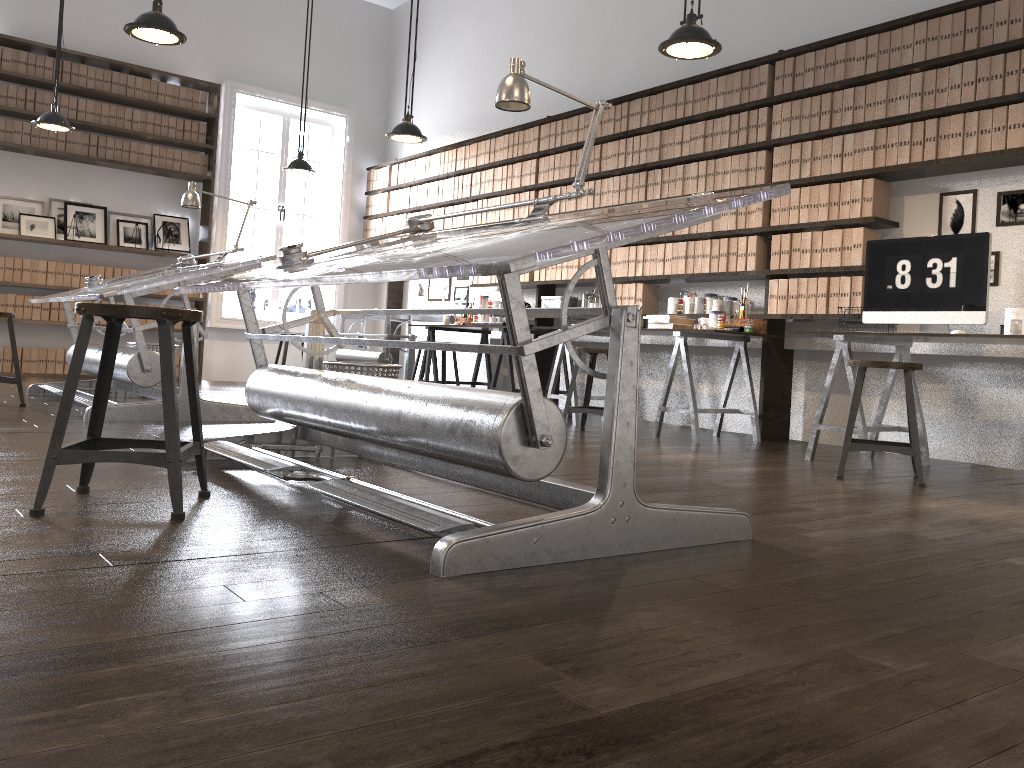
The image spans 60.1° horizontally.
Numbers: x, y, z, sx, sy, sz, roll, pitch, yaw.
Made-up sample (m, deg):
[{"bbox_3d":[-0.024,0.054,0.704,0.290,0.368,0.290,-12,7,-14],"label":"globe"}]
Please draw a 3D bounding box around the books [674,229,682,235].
[{"bbox_3d":[1.224,-1.131,6.204,0.174,0.226,0.067,3,-1,-37],"label":"books"}]

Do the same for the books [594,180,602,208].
[{"bbox_3d":[0.729,-1.461,6.885,0.174,0.226,0.067,3,-1,-37],"label":"books"}]

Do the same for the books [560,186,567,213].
[{"bbox_3d":[0.482,-1.487,7.214,0.174,0.226,0.067,3,-1,-37],"label":"books"}]

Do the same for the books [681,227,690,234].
[{"bbox_3d":[1.263,-1.127,6.145,0.174,0.226,0.067,3,-1,-37],"label":"books"}]

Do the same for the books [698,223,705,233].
[{"bbox_3d":[1.351,-1.118,6.034,0.174,0.226,0.067,3,-1,-37],"label":"books"}]

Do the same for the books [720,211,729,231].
[{"bbox_3d":[1.467,-1.105,5.875,0.174,0.226,0.067,3,-1,-37],"label":"books"}]

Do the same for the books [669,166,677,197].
[{"bbox_3d":[1.196,-1.412,6.267,0.174,0.226,0.067,3,-1,-37],"label":"books"}]

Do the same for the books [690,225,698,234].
[{"bbox_3d":[1.308,-1.122,6.091,0.174,0.226,0.067,3,-1,-37],"label":"books"}]

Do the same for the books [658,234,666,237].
[{"bbox_3d":[1.134,-1.140,6.323,0.174,0.226,0.067,3,-1,-37],"label":"books"}]

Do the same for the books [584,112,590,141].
[{"bbox_3d":[0.660,-2.023,7.030,0.174,0.226,0.067,3,-1,-37],"label":"books"}]

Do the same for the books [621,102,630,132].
[{"bbox_3d":[0.911,-1.997,6.691,0.174,0.226,0.067,3,-1,-37],"label":"books"}]

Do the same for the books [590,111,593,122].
[{"bbox_3d":[0.696,-2.019,6.974,0.174,0.226,0.067,3,-1,-37],"label":"books"}]

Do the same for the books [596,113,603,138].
[{"bbox_3d":[0.741,-2.015,6.923,0.174,0.226,0.067,3,-1,-37],"label":"books"}]

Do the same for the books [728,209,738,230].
[{"bbox_3d":[1.506,-1.101,5.821,0.174,0.226,0.067,3,-1,-37],"label":"books"}]

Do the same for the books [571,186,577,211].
[{"bbox_3d":[0.561,-1.478,7.100,0.174,0.226,0.067,3,-1,-37],"label":"books"}]

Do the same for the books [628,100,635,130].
[{"bbox_3d":[0.960,-1.992,6.635,0.174,0.226,0.067,3,-1,-37],"label":"books"}]

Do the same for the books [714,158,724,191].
[{"bbox_3d":[1.443,-1.387,5.941,0.174,0.226,0.067,3,-1,-37],"label":"books"}]

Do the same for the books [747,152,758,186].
[{"bbox_3d":[1.604,-1.370,5.722,0.174,0.226,0.067,3,-1,-37],"label":"books"}]

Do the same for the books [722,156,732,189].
[{"bbox_3d":[1.482,-1.382,5.883,0.174,0.226,0.067,3,-1,-37],"label":"books"}]

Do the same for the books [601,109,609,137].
[{"bbox_3d":[0.784,-2.010,6.867,0.174,0.226,0.067,3,-1,-37],"label":"books"}]

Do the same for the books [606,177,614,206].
[{"bbox_3d":[0.811,-1.452,6.773,0.174,0.226,0.067,3,-1,-37],"label":"books"}]

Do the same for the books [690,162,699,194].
[{"bbox_3d":[1.312,-1.400,6.108,0.174,0.226,0.067,3,-1,-37],"label":"books"}]

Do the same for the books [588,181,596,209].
[{"bbox_3d":[0.683,-1.465,6.939,0.174,0.226,0.067,3,-1,-37],"label":"books"}]

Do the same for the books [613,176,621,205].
[{"bbox_3d":[0.852,-1.448,6.713,0.174,0.226,0.067,3,-1,-37],"label":"books"}]

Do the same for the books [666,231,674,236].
[{"bbox_3d":[1.174,-1.136,6.261,0.174,0.226,0.067,3,-1,-37],"label":"books"}]

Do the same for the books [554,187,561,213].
[{"bbox_3d":[0.436,-1.491,7.268,0.174,0.226,0.067,3,-1,-37],"label":"books"}]

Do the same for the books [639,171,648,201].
[{"bbox_3d":[1.019,-1.431,6.494,0.174,0.226,0.067,3,-1,-37],"label":"books"}]

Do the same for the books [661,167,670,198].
[{"bbox_3d":[1.153,-1.417,6.324,0.174,0.226,0.067,3,-1,-37],"label":"books"}]

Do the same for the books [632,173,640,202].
[{"bbox_3d":[0.978,-1.435,6.556,0.174,0.226,0.067,3,-1,-37],"label":"books"}]

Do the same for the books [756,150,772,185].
[{"bbox_3d":[1.647,-1.365,5.666,0.174,0.226,0.067,3,-1,-37],"label":"books"}]

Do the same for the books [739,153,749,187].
[{"bbox_3d":[1.563,-1.374,5.770,0.174,0.226,0.067,3,-1,-37],"label":"books"}]

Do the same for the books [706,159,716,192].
[{"bbox_3d":[1.400,-1.391,5.995,0.174,0.226,0.067,3,-1,-37],"label":"books"}]

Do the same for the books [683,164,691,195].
[{"bbox_3d":[1.276,-1.404,6.159,0.174,0.226,0.067,3,-1,-37],"label":"books"}]

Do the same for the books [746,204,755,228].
[{"bbox_3d":[1.595,-1.092,5.712,0.174,0.226,0.067,3,-1,-37],"label":"books"}]

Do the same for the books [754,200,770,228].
[{"bbox_3d":[1.628,-1.088,5.656,0.174,0.226,0.067,3,-1,-37],"label":"books"}]

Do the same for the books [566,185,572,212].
[{"bbox_3d":[0.525,-1.482,7.157,0.174,0.226,0.067,3,-1,-37],"label":"books"}]

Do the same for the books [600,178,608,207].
[{"bbox_3d":[0.772,-1.456,6.831,0.174,0.226,0.067,3,-1,-37],"label":"books"}]

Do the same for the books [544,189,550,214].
[{"bbox_3d":[0.348,-1.500,7.384,0.174,0.226,0.067,3,-1,-37],"label":"books"}]

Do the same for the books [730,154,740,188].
[{"bbox_3d":[1.523,-1.378,5.823,0.174,0.226,0.067,3,-1,-37],"label":"books"}]

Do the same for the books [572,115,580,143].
[{"bbox_3d":[0.576,-2.032,7.136,0.174,0.226,0.067,3,-1,-37],"label":"books"}]

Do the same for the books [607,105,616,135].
[{"bbox_3d":[0.824,-2.006,6.808,0.174,0.226,0.067,3,-1,-37],"label":"books"}]

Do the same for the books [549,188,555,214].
[{"bbox_3d":[0.397,-1.495,7.327,0.174,0.226,0.067,3,-1,-37],"label":"books"}]

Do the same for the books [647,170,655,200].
[{"bbox_3d":[1.068,-1.426,6.437,0.174,0.226,0.067,3,-1,-37],"label":"books"}]

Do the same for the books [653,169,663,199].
[{"bbox_3d":[1.107,-1.421,6.378,0.174,0.226,0.067,3,-1,-37],"label":"books"}]

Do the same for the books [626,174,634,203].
[{"bbox_3d":[0.937,-1.439,6.607,0.174,0.226,0.067,3,-1,-37],"label":"books"}]

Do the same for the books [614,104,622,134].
[{"bbox_3d":[0.870,-2.001,6.754,0.174,0.226,0.067,3,-1,-37],"label":"books"}]

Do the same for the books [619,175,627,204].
[{"bbox_3d":[0.896,-1.443,6.655,0.174,0.226,0.067,3,-1,-37],"label":"books"}]

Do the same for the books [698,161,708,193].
[{"bbox_3d":[1.354,-1.396,6.049,0.174,0.226,0.067,3,-1,-37],"label":"books"}]

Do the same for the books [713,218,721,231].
[{"bbox_3d":[1.431,-1.109,5.926,0.174,0.226,0.067,3,-1,-37],"label":"books"}]

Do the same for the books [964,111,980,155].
[{"bbox_3d":[2.435,-1.290,4.618,0.174,0.226,0.067,3,-1,-37],"label":"books"}]

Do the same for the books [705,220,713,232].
[{"bbox_3d":[1.387,-1.113,5.977,0.174,0.226,0.067,3,-1,-37],"label":"books"}]

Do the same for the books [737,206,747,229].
[{"bbox_3d":[1.551,-1.097,5.767,0.174,0.226,0.067,3,-1,-37],"label":"books"}]

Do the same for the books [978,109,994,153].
[{"bbox_3d":[2.480,-1.285,4.565,0.174,0.226,0.067,3,-1,-37],"label":"books"}]

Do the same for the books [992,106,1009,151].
[{"bbox_3d":[2.521,-1.281,4.508,0.174,0.226,0.067,3,-1,-37],"label":"books"}]

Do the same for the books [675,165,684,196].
[{"bbox_3d":[1.232,-1.408,6.210,0.174,0.226,0.067,3,-1,-37],"label":"books"}]

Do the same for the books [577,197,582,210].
[{"bbox_3d":[0.605,-1.474,7.049,0.174,0.226,0.067,3,-1,-37],"label":"books"}]

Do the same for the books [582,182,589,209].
[{"bbox_3d":[0.641,-1.470,6.998,0.174,0.226,0.067,3,-1,-37],"label":"books"}]
